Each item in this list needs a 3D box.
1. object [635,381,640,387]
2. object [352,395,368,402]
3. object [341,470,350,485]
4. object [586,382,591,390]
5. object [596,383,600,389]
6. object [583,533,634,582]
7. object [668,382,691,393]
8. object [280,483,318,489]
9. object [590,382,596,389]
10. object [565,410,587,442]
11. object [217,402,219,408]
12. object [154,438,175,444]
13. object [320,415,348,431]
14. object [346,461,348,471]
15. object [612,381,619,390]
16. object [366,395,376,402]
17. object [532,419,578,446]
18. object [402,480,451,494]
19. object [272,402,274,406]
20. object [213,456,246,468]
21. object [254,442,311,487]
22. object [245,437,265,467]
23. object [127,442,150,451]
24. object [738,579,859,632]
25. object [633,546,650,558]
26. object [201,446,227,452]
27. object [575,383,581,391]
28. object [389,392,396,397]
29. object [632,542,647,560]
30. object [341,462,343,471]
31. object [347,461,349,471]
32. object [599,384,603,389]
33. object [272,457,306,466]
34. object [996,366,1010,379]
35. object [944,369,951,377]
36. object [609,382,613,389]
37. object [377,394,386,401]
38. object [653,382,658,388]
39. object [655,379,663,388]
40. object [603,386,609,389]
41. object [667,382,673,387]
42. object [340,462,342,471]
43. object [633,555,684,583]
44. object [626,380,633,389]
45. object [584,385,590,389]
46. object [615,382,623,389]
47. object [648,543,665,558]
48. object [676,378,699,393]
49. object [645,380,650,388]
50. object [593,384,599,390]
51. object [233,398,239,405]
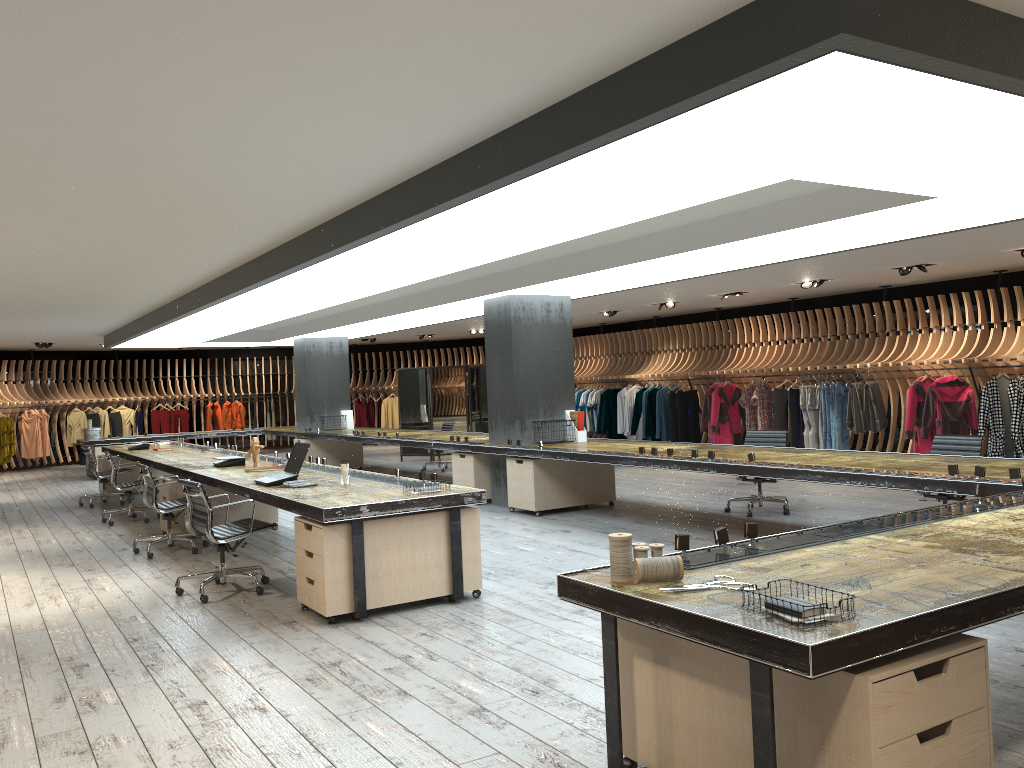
[{"bbox_3d":[2.531,0.056,17.887,0.525,0.270,0.012,-2,-1,-32],"label":"object"},{"bbox_3d":[-4.033,0.348,23.665,0.525,0.270,0.012,-2,-1,-32],"label":"object"},{"bbox_3d":[-1.295,0.730,6.893,0.061,0.111,0.061,-2,-1,2],"label":"object"},{"bbox_3d":[1.669,0.106,19.218,0.524,0.289,0.015,-2,-1,-22],"label":"object"},{"bbox_3d":[1.861,0.099,18.986,0.524,0.285,0.013,-2,-1,-37],"label":"object"},{"bbox_3d":[0.352,0.654,3.304,0.088,0.204,0.262,-2,-1,-33],"label":"object"},{"bbox_3d":[3.198,0.032,16.806,0.525,0.270,0.012,-2,-1,-7],"label":"object"},{"bbox_3d":[-1.653,0.786,6.874,0.219,0.019,0.213,-2,0,43],"label":"object"},{"bbox_3d":[1.748,0.096,19.142,0.525,0.270,0.012,-2,-1,-27],"label":"object"},{"bbox_3d":[0.777,0.509,10.755,0.129,0.383,0.239,-2,-1,-32],"label":"object"},{"bbox_3d":[-7.666,0.501,23.048,0.012,0.270,0.525,-2,0,-27],"label":"object"},{"bbox_3d":[-5.743,0.946,14.667,0.302,0.074,0.216,-2,0,-37],"label":"object"},{"bbox_3d":[-3.380,0.743,16.814,0.459,0.290,0.329,-2,0,-29],"label":"object"},{"bbox_3d":[-1.285,0.685,6.876,0.030,0.170,0.007,-3,-1,15],"label":"object"},{"bbox_3d":[2.154,0.081,18.517,0.525,0.270,0.012,-2,-1,-32],"label":"object"},{"bbox_3d":[-3.766,0.336,23.636,0.012,0.270,0.525,-2,-1,-37],"label":"object"},{"bbox_3d":[0.506,0.572,10.519,0.459,0.290,0.329,-2,-1,-34],"label":"object"},{"bbox_3d":[-0.589,0.719,6.138,0.302,0.074,0.216,-2,0,-37],"label":"object"},{"bbox_3d":[-6.344,0.447,23.529,0.012,0.270,0.525,-2,0,-12],"label":"object"},{"bbox_3d":[-2.946,0.808,9.240,0.262,0.088,0.372,-2,0,-32],"label":"object"},{"bbox_3d":[-1.859,0.646,7.174,0.365,0.316,0.372,-2,-1,-32],"label":"object"},{"bbox_3d":[-2.543,0.685,8.862,0.320,0.301,0.097,-3,-1,42],"label":"object"},{"bbox_3d":[-5.487,0.908,13.036,0.261,0.111,0.372,-2,0,-32],"label":"object"},{"bbox_3d":[0.848,0.655,2.648,0.217,0.074,0.302,-2,0,-27],"label":"object"},{"bbox_3d":[0.479,0.654,3.261,0.062,0.109,0.062,-3,-1,31],"label":"object"},{"bbox_3d":[-3.964,0.867,11.798,0.302,0.071,0.209,-2,0,-37],"label":"object"},{"bbox_3d":[1.472,0.107,19.614,0.012,0.270,0.525,-3,-1,43],"label":"object"},{"bbox_3d":[-3.166,0.306,23.518,0.525,0.270,0.012,-2,-1,-32],"label":"object"},{"bbox_3d":[0.478,0.654,3.332,0.062,0.109,0.062,-3,-1,31],"label":"object"},{"bbox_3d":[-1.313,0.686,6.877,0.007,0.170,0.030,-3,-1,6],"label":"object"},{"bbox_3d":[-1.279,0.685,6.883,0.030,0.170,0.007,-2,-1,-11],"label":"object"},{"bbox_3d":[1.908,0.086,18.882,0.012,0.270,0.525,-3,-1,43],"label":"object"},{"bbox_3d":[-2.276,0.794,9.059,0.302,0.074,0.216,-2,0,-37],"label":"object"},{"bbox_3d":[6.424,-0.108,11.604,0.525,0.270,0.012,-2,-1,-12],"label":"object"},{"bbox_3d":[6.009,-0.089,12.214,0.525,0.270,0.012,-2,-1,-2],"label":"object"},{"bbox_3d":[2.100,0.083,18.580,0.525,0.270,0.012,-2,-1,-32],"label":"object"},{"bbox_3d":[-3.460,0.323,23.592,0.012,0.270,0.525,-3,0,23],"label":"object"},{"bbox_3d":[2.806,0.047,17.426,0.525,0.270,0.012,-2,-1,-32],"label":"object"},{"bbox_3d":[2.880,0.045,17.341,0.525,0.270,0.012,-2,-1,-32],"label":"object"},{"bbox_3d":[1.986,0.093,18.727,0.524,0.284,0.014,-2,-1,-22],"label":"object"},{"bbox_3d":[3.036,0.037,17.057,0.525,0.270,0.012,-2,-1,-22],"label":"object"},{"bbox_3d":[-1.319,0.686,6.890,0.007,0.170,0.030,-3,-1,45],"label":"object"},{"bbox_3d":[0.498,0.664,3.255,0.175,0.089,0.289,-2,0,-16],"label":"object"},{"bbox_3d":[2.407,0.062,18.085,0.525,0.270,0.012,-2,-1,-27],"label":"object"},{"bbox_3d":[1.631,0.102,19.352,0.525,0.270,0.012,-2,-1,-7],"label":"object"},{"bbox_3d":[2.209,0.078,18.401,0.525,0.270,0.012,-2,-1,-27],"label":"object"},{"bbox_3d":[0.540,0.652,3.298,0.062,0.109,0.062,-3,-1,31],"label":"object"},{"bbox_3d":[3.284,0.028,16.647,0.525,0.270,0.012,-2,-1,-27],"label":"object"},{"bbox_3d":[2.703,0.053,17.601,0.525,0.270,0.012,-2,-1,-27],"label":"object"},{"bbox_3d":[1.814,0.099,19.080,0.523,0.291,0.013,-2,-1,-37],"label":"object"},{"bbox_3d":[-7.222,0.482,23.232,0.525,0.270,0.012,-3,-1,38],"label":"object"}]
